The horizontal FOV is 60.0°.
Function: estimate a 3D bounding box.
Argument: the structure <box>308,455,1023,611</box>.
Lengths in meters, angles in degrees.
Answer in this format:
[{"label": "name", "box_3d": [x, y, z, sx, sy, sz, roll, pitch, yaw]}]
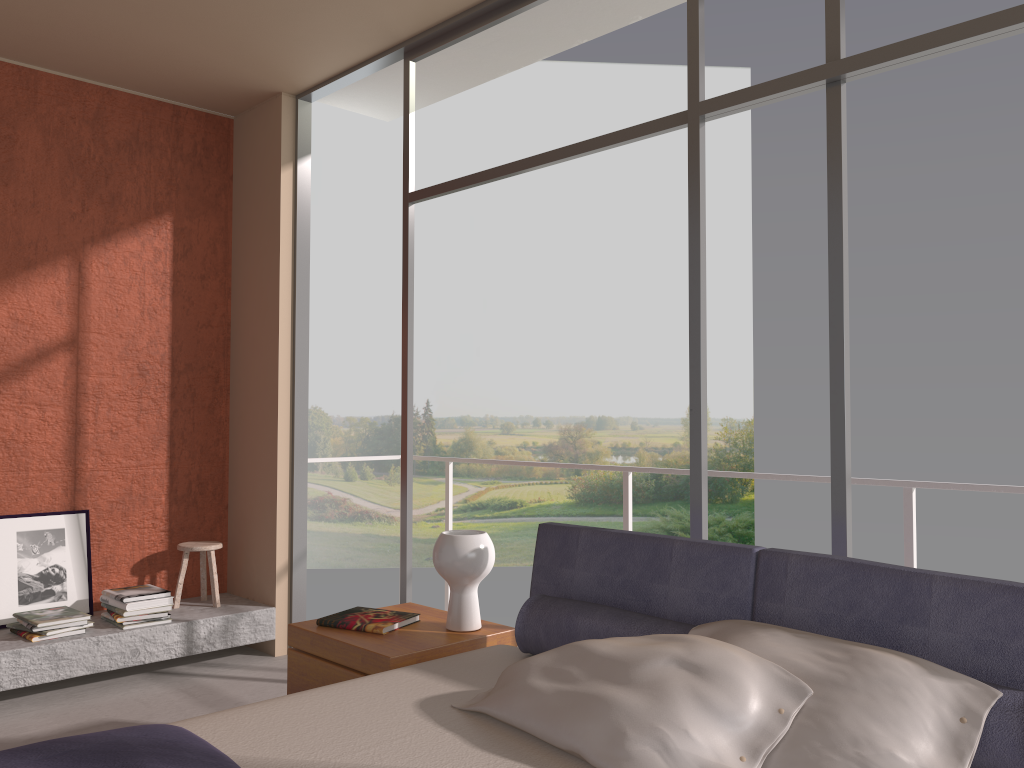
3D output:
[{"label": "structure", "box_3d": [1.729, 0.835, 2.547, 0.728, 1.005, 7.689, 2, -3, -44]}]

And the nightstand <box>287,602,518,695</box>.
[{"label": "nightstand", "box_3d": [-0.399, 1.152, 3.191, 0.562, 0.556, 0.628, 2, -3, -44]}]

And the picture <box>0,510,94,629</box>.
[{"label": "picture", "box_3d": [-2.407, 0.941, 4.561, 0.458, 0.550, 0.117, 2, -3, -44]}]

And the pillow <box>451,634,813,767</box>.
[{"label": "pillow", "box_3d": [0.244, 0.740, 2.116, 0.431, 0.264, 0.869, 2, -3, -36]}]

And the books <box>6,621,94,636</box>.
[{"label": "books", "box_3d": [-2.248, 1.174, 4.320, 0.328, 0.018, 0.247, -1, -3, 31]}]

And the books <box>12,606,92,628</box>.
[{"label": "books", "box_3d": [-2.239, 1.131, 4.316, 0.328, 0.018, 0.247, -2, -3, 43]}]

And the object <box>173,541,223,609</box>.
[{"label": "object", "box_3d": [-1.735, 1.067, 4.963, 0.260, 0.349, 0.257, -1, -2, 15]}]

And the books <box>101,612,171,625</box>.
[{"label": "books", "box_3d": [-1.939, 1.194, 4.576, 0.247, 0.018, 0.287, 2, -3, -44]}]

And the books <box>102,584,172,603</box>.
[{"label": "books", "box_3d": [-1.939, 1.082, 4.580, 0.247, 0.025, 0.287, 2, -3, -44]}]

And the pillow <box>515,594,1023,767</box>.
[{"label": "pillow", "box_3d": [0.581, 0.749, 2.322, 0.205, 0.201, 1.470, 2, -3, -44]}]

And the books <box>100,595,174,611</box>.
[{"label": "books", "box_3d": [-1.935, 1.113, 4.575, 0.319, 0.038, 0.247, -2, -3, 43]}]

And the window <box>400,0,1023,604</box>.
[{"label": "window", "box_3d": [1.577, -0.165, 2.167, 0.075, 3.133, 6.106, 2, -3, -44]}]

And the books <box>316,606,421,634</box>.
[{"label": "books", "box_3d": [-0.521, 0.862, 3.240, 0.287, 0.025, 0.247, -1, -3, 27]}]

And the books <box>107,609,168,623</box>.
[{"label": "books", "box_3d": [-1.925, 1.172, 4.556, 0.247, 0.025, 0.287, 2, -3, -33]}]

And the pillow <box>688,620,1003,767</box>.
[{"label": "pillow", "box_3d": [0.626, 0.726, 1.987, 0.400, 0.265, 0.791, 2, -3, -41]}]

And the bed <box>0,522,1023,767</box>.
[{"label": "bed", "box_3d": [-0.171, 0.897, 1.608, 2.462, 0.959, 2.017, 2, -3, -44]}]

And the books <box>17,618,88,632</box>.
[{"label": "books", "box_3d": [-2.235, 1.152, 4.313, 0.247, 0.025, 0.287, 2, -3, -42]}]

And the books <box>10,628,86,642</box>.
[{"label": "books", "box_3d": [-2.251, 1.196, 4.304, 0.287, 0.025, 0.247, -2, -3, 43]}]

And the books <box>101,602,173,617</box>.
[{"label": "books", "box_3d": [-1.935, 1.145, 4.573, 0.247, 0.027, 0.328, 2, -3, -42]}]

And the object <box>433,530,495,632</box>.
[{"label": "object", "box_3d": [-0.172, 0.701, 3.174, 0.224, 0.338, 0.224, 2, -3, -32]}]

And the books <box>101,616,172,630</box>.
[{"label": "books", "box_3d": [-1.935, 1.212, 4.571, 0.247, 0.018, 0.328, 2, -3, -42]}]
